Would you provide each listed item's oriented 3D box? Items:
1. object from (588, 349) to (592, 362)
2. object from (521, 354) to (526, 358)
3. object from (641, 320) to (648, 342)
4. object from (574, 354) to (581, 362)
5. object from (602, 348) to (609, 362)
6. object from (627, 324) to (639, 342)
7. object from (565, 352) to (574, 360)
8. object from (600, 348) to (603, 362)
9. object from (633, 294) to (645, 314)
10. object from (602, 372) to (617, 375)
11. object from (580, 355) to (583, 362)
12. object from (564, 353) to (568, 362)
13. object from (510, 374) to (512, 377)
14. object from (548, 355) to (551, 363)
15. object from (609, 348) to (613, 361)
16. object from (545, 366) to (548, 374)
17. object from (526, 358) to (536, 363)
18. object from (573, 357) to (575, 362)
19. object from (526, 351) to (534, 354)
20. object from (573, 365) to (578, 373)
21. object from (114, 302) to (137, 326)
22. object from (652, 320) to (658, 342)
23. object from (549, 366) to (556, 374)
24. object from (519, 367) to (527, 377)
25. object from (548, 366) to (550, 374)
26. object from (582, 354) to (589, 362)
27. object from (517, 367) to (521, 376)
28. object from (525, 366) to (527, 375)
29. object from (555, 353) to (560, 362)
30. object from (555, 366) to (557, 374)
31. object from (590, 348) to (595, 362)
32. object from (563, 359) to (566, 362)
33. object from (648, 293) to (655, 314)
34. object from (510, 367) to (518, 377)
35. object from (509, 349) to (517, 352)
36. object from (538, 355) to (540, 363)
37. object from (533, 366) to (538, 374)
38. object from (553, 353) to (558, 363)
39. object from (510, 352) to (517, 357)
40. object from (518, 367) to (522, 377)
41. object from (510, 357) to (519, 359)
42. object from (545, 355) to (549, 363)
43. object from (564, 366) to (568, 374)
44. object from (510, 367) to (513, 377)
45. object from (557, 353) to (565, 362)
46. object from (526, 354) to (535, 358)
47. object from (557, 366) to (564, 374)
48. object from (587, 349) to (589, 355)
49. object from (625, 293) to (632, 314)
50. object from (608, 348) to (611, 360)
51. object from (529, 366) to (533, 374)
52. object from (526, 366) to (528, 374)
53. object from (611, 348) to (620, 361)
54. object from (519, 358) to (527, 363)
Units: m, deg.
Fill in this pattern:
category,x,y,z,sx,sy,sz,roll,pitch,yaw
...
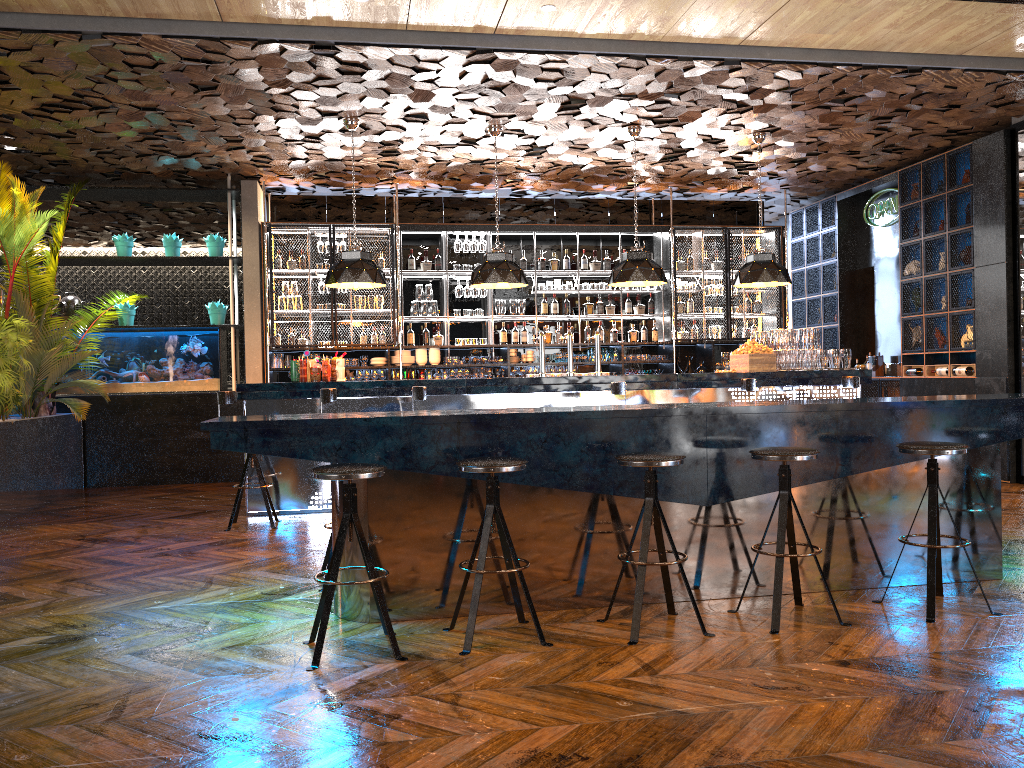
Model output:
category,x,y,z,sx,sy,sz,roll,pitch,yaw
object,1.027,-0.371,11.453,0.115,0.172,0.101,-1,1,0
object,0.169,-0.344,11.367,0.094,0.069,0.105,-2,1,-33
object,1.743,-0.690,11.708,0.086,0.298,0.086,-1,1,39
object,0.836,-0.328,11.326,0.098,0.097,0.098,-2,1,-31
object,1.195,-0.374,11.350,0.115,0.172,0.101,-2,1,-25
object,1.595,-0.661,11.668,0.151,0.248,0.094,-1,1,-1
object,0.736,-0.341,11.333,0.108,0.126,0.108,-1,1,24
object,1.169,-0.374,11.476,0.101,0.172,0.115,-1,1,20
object,1.674,-1.042,11.666,0.123,0.279,0.123,-1,1,-21
object,1.189,-0.087,11.511,0.356,0.134,0.206,-1,1,-3
object,0.917,-0.331,11.444,0.098,0.097,0.098,-1,1,15
object,0.717,-0.341,11.448,0.108,0.126,0.108,-1,1,-15
object,-0.008,-0.106,11.456,0.108,0.227,0.108,-1,1,21
object,0.466,-0.321,11.393,0.058,0.099,0.067,-1,1,2
object,1.311,-0.378,11.498,0.115,0.172,0.101,-2,1,-25
object,0.443,-0.116,11.265,0.049,0.231,0.049,-1,1,-15
object,0.235,-0.300,11.287,0.106,0.067,0.094,-1,1,-22
object,0.820,-0.329,11.426,0.098,0.097,0.098,-1,1,28
object,0.229,-0.390,11.278,0.094,0.068,0.106,-1,1,-10
object,0.807,-0.123,11.352,0.091,0.229,0.091,-2,1,-38
object,-4.580,-0.829,10.496,0.245,0.325,0.265,-1,1,44
object,1.889,-0.693,11.720,0.080,0.299,0.080,-1,1,-8
object,0.521,-0.116,11.299,0.091,0.229,0.091,-2,1,-24
object,0.141,-0.107,11.238,0.108,0.227,0.108,-2,1,-40
object,0.488,-0.118,11.528,0.091,0.229,0.091,-1,1,26
object,0.939,-0.330,11.338,0.098,0.097,0.098,-1,1,24
object,0.102,-0.108,11.475,0.108,0.227,0.108,-1,1,26
object,0.201,-0.114,11.478,0.058,0.234,0.058,-1,1,-7
object,0.606,-0.338,11.433,0.100,0.125,0.100,-1,1,38
object,0.543,-0.118,11.423,0.091,0.229,0.091,-1,1,11
object,1.053,-0.370,11.335,0.115,0.172,0.101,-1,1,20
object,0.694,-0.342,11.569,0.108,0.126,0.108,-2,1,-38
object,1.838,-1.057,11.712,0.086,0.299,0.086,-1,1,39
object,0.028,-0.104,11.217,0.108,0.227,0.108,-1,1,-18
object,0.008,-0.412,11.260,0.094,0.069,0.106,-1,1,-4
object,0.369,-0.320,11.468,0.058,0.099,0.067,-1,1,40
object,0.296,-0.114,11.258,0.058,0.234,0.058,-1,1,-7
object,0.583,-0.339,11.549,0.100,0.125,0.100,-1,1,3
object,0.020,-0.368,11.263,0.107,0.070,0.094,-1,1,20
object,0.124,-0.108,11.355,0.108,0.227,0.108,-1,1,45
object,0.018,-0.325,11.264,0.149,0.025,0.149,-1,1,42
object,0.445,-0.320,11.284,0.067,0.099,0.058,-1,1,26
object,0.712,-0.121,11.337,0.091,0.229,0.091,-1,1,17
object,0.012,-0.105,11.335,0.108,0.227,0.108,-2,1,-30
object,0.627,-0.337,11.312,0.100,0.125,0.100,-1,1,29
object,0.230,-0.345,11.290,0.094,0.069,0.106,-1,1,31
object,0.621,-0.119,11.322,0.091,0.229,0.091,-1,1,37
object,1.013,-0.372,11.574,0.115,0.172,0.101,-2,1,-25
object,1.531,-1.050,11.663,0.086,0.298,0.086,-1,1,39
object,1.281,-0.378,11.622,0.115,0.172,0.101,-1,1,0
object,0.241,-0.112,11.239,0.058,0.234,0.058,-1,1,33
object,0.215,-0.113,11.395,0.058,0.234,0.058,-2,1,-35
object,1.325,-0.377,11.381,0.101,0.172,0.115,-1,1,20
object,0.163,-0.299,11.369,0.094,0.067,0.106,-1,1,42
